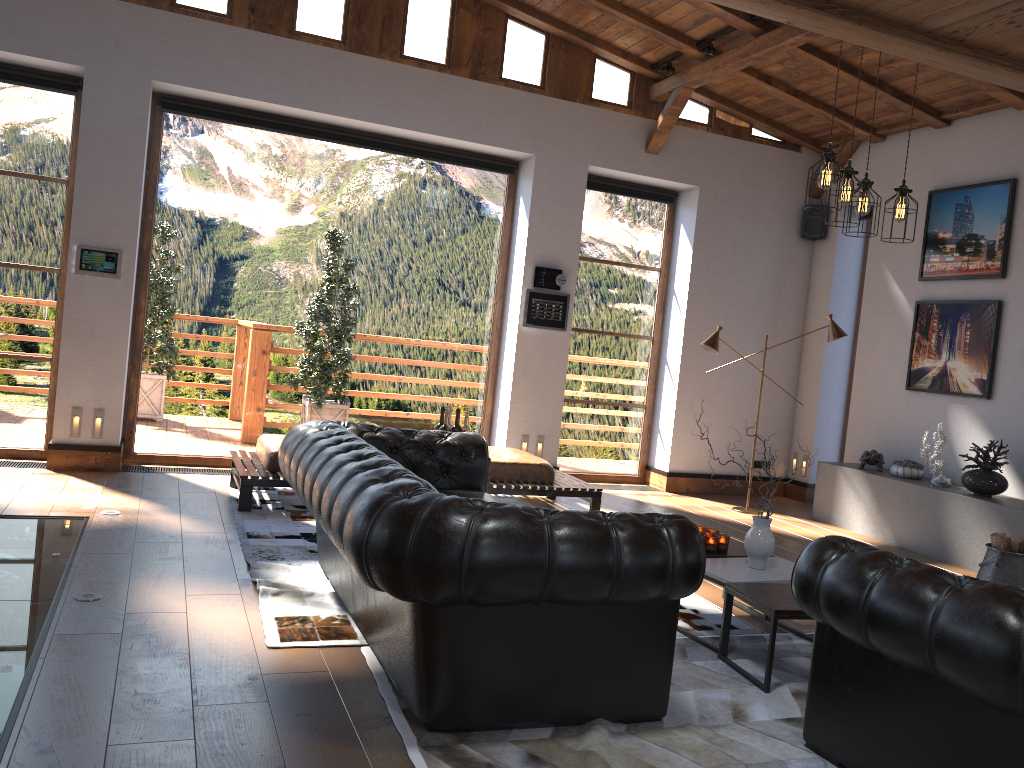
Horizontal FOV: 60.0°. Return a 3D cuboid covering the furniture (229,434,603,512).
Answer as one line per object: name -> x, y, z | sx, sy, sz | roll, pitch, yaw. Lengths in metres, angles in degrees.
furniture -> -0.771, 0.714, 7.063 | 2.782, 0.436, 1.167 | 5, 3, -22

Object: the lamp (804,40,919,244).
lamp -> 1.961, -1.910, 4.751 | 0.811, 2.200, 0.259 | 5, 2, -31

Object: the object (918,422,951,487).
object -> 3.483, 0.575, 7.288 | 0.256, 0.532, 0.432 | 7, 3, 37

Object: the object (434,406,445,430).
object -> -0.450, 0.284, 5.645 | 0.087, 0.286, 0.088 | 7, 2, 18

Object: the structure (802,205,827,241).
structure -> 3.177, -1.692, 9.292 | 0.215, 0.349, 0.212 | 5, 2, -22

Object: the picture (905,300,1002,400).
picture -> 3.789, -0.314, 7.652 | 0.036, 0.815, 0.873 | 5, 2, -22

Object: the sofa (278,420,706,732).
sofa -> -0.336, 0.703, 4.055 | 1.249, 0.838, 2.546 | 5, 3, -22

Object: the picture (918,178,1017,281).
picture -> 3.892, -1.302, 7.620 | 0.036, 0.815, 0.873 | 5, 2, -22

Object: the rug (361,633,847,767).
rug -> 1.635, 1.339, 3.340 | 4.076, 0.053, 2.414 | 5, 3, -22

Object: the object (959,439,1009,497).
object -> 3.697, 0.643, 6.912 | 0.333, 0.455, 0.342 | 6, 2, 3

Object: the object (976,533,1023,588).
object -> 3.376, 1.213, 6.008 | 0.383, 0.431, 0.385 | 6, 2, 4

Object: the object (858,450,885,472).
object -> 3.258, 0.685, 8.020 | 0.224, 0.182, 0.409 | 7, 3, 22

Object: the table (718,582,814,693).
table -> 1.323, 1.120, 3.954 | 0.654, 0.350, 0.398 | 5, 2, -17

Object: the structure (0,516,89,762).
structure -> -7.867, -0.075, 4.447 | 11.115, 6.395, 9.142 | 5, 3, -22

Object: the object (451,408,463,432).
object -> -0.355, 0.295, 5.627 | 0.089, 0.286, 0.086 | 4, 3, -44

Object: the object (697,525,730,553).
object -> 1.051, 0.835, 4.781 | 0.245, 0.081, 0.304 | 7, 3, 17

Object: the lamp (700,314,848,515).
lamp -> 2.287, 0.251, 8.164 | 1.323, 1.898, 0.527 | 6, 2, -2

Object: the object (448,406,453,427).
object -> -0.413, 0.284, 5.730 | 0.088, 0.286, 0.087 | 6, 2, -10

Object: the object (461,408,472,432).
object -> -0.299, 0.297, 5.709 | 0.088, 0.286, 0.087 | 6, 2, -12

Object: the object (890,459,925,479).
object -> 3.417, 0.731, 7.663 | 0.261, 0.160, 0.279 | 5, 3, -20

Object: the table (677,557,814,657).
table -> 1.192, 1.085, 4.388 | 0.656, 0.350, 0.397 | 5, 3, -27

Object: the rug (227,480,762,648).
rug -> -0.511, 0.995, 5.798 | 2.451, 0.053, 3.781 | 5, 3, -21

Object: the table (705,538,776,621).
table -> 1.012, 1.047, 4.782 | 0.655, 0.350, 0.397 | 5, 3, -22

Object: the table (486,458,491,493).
table -> -0.418, 0.732, 5.669 | 0.421, 0.609, 0.402 | 5, 2, -22

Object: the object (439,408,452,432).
object -> -0.417, 0.293, 5.548 | 0.088, 0.286, 0.087 | 4, 3, -45

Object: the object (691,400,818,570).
object -> 1.214, 0.505, 4.396 | 0.622, 0.807, 0.405 | 6, 2, -11

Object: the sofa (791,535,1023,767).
sofa -> 2.339, 1.030, 3.102 | 2.587, 0.838, 1.230 | 5, 3, -23
